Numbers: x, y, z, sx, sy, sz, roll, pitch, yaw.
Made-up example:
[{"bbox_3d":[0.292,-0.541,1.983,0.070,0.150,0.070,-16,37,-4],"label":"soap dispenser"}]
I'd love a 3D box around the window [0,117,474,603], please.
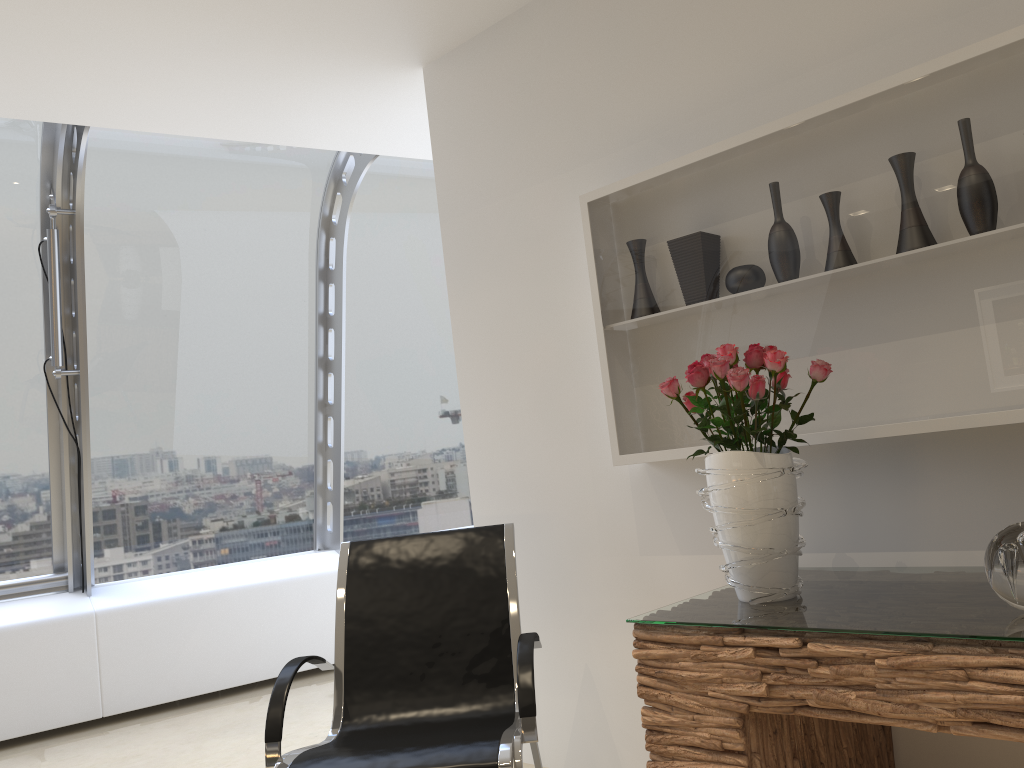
[{"bbox_3d":[3.844,-0.666,0.786,16.171,3.674,16.693,-2,-7,-40],"label":"window"}]

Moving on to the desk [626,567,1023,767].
[{"bbox_3d":[1.085,0.839,1.905,1.436,0.762,0.793,-12,-7,44],"label":"desk"}]

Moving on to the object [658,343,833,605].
[{"bbox_3d":[0.618,0.216,2.272,0.350,0.654,0.327,-4,-6,-26],"label":"object"}]

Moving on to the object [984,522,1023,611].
[{"bbox_3d":[1.020,0.357,1.732,0.175,0.179,0.174,-5,-5,-13],"label":"object"}]

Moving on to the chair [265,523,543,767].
[{"bbox_3d":[-0.283,0.974,2.670,0.752,0.972,0.943,-7,-5,4],"label":"chair"}]
